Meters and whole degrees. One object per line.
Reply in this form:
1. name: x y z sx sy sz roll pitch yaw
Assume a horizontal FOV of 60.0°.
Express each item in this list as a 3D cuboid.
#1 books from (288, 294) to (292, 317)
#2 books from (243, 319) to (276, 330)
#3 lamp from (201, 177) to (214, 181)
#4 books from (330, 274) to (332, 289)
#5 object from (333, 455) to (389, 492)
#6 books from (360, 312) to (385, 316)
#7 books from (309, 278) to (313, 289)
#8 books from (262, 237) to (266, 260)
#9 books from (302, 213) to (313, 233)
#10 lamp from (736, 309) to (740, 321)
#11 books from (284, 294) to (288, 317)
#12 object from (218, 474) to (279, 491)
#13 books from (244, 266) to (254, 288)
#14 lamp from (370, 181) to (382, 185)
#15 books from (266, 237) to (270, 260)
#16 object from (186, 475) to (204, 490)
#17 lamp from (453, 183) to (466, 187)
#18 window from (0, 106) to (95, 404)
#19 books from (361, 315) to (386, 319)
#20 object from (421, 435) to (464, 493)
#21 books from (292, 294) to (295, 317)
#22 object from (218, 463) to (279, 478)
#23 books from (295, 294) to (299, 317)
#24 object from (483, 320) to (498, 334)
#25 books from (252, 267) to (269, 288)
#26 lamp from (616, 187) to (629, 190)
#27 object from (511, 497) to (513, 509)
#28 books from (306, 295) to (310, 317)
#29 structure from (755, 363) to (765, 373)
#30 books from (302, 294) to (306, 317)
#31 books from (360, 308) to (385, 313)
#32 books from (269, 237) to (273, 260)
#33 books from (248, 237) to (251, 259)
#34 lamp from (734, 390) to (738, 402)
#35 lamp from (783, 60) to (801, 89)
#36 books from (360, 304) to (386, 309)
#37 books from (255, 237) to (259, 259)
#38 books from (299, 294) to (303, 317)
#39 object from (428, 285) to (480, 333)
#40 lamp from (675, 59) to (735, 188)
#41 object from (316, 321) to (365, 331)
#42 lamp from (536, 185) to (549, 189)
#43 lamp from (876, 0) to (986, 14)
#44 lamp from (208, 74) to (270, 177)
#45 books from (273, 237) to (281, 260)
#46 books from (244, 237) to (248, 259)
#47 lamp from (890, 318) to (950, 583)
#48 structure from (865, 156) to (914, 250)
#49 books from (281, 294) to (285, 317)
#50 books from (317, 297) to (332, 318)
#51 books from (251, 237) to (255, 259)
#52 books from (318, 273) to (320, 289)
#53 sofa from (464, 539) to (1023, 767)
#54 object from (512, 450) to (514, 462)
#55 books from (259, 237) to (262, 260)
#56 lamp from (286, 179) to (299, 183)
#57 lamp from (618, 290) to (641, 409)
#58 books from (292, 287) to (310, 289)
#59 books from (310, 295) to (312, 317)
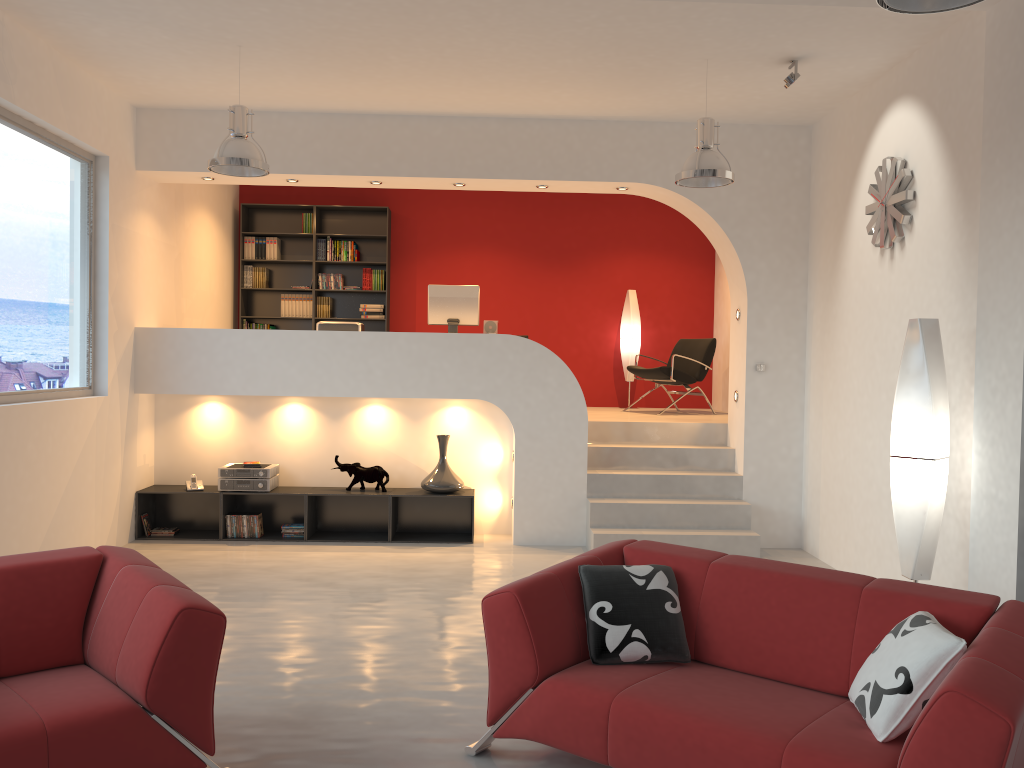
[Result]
1. books: -2.500 -0.881 10.063 0.040 0.260 0.200 1 1 -2
2. books: -2.855 -0.583 10.049 0.341 0.286 0.231 1 1 -2
3. lamp: -2.542 -1.714 7.413 0.105 0.011 0.105 1 1 2
4. books: -2.050 -1.155 10.089 0.031 0.190 0.135 1 1 -2
5. object: -1.283 0.756 7.529 0.507 0.296 0.191 1 2 14
6. books: -1.584 -0.795 10.078 0.260 0.040 0.200 1 1 -2
7. books: -2.261 -1.157 10.083 0.063 0.187 0.135 1 1 -2
8. books: -2.783 -1.518 10.038 0.040 0.260 0.200 1 1 -2
9. books: -2.292 -1.801 10.056 0.146 0.240 0.170 1 1 -2
10. lamp: 1.931 -0.593 7.579 0.011 0.105 0.105 1 1 -2
11. books: -2.541 -0.882 10.062 0.040 0.260 0.200 1 1 -2
12. object: -2.219 0.829 7.475 0.430 0.100 0.365 1 1 -2
13. books: -2.969 -1.203 10.053 0.090 0.256 0.181 1 1 -2
14. lamp: -1.143 -1.690 7.457 0.105 0.011 0.105 1 2 -13
15. books: -2.742 -1.518 10.039 0.040 0.260 0.200 1 1 -2
16. object: -2.641 0.816 7.383 0.130 0.117 0.146 0 2 -26
17. lamp: -0.443 -1.678 7.478 0.105 0.011 0.105 1 2 -13
18. window: -3.149 -0.779 5.468 0.100 1.800 2.400 1 1 -2
19. books: -1.567 -0.755 10.083 0.260 0.040 0.200 1 1 0
20. object: -0.586 0.676 7.524 0.369 0.481 0.369 0 2 -37
21. books: -2.460 -0.881 10.064 0.040 0.260 0.200 1 1 -2
22. object: -2.217 0.731 7.481 0.430 0.077 0.349 1 1 -2
23. books: -2.419 -0.880 10.066 0.040 0.260 0.200 1 1 -2
24. object: -0.196 -0.496 7.973 0.133 0.147 0.151 1 2 -18
25. books: -2.849 -1.193 10.056 0.146 0.240 0.170 1 1 -2
26. lamp: 0.937 -1.655 7.521 0.105 0.011 0.105 1 2 -13
27. object: 0.001 1.021 7.630 0.011 0.105 0.105 1 1 -2
28. books: -2.297 -0.878 10.069 0.040 0.260 0.200 1 1 -2
29. structure: 2.056 -0.135 7.337 0.080 0.080 0.016 1 1 -2
30. books: -2.338 -0.878 10.068 0.040 0.260 0.200 1 1 -2
31. books: -1.588 -0.835 10.075 0.260 0.040 0.200 1 1 -2
32. books: -2.701 -1.517 10.040 0.040 0.260 0.200 1 1 -2
33. books: -2.945 -1.521 10.033 0.040 0.260 0.200 1 1 -2
34. lamp: 1.918 0.106 7.597 0.011 0.105 0.105 1 1 -2
35. lamp: 1.823 -2.011 5.769 0.112 0.176 0.118 2 2 41
36. books: -1.577 -0.875 10.066 0.260 0.040 0.200 1 1 -2
37. books: -2.864 -1.520 10.035 0.040 0.260 0.200 1 1 -2
38. books: -2.379 -0.879 10.067 0.040 0.260 0.200 1 1 -2
39. object: -0.520 -0.652 7.909 0.458 0.452 0.230 1 1 -2
40. lamp: 1.262 -1.714 5.771 0.379 0.800 0.379 0 2 -31
41. object: -1.522 -0.446 7.964 0.397 0.217 0.458 1 1 -2
42. lamp: 0.256 -1.666 7.500 0.105 0.011 0.105 1 2 -13
43. lamp: 1.353 -1.634 2.774 0.379 0.800 0.379 1 2 -9
44. lamp: -1.745 -1.765 5.678 0.379 0.800 0.379 0 2 -31
45. books: -2.661 -1.516 10.041 0.040 0.260 0.200 1 1 -2
46. books: -2.985 -1.522 10.031 0.040 0.260 0.200 1 1 -2
47. lamp: 2.152 0.547 4.692 0.313 1.779 0.313 1 2 6
48. structure: 2.456 -1.184 5.812 0.090 0.596 0.596 1 1 -2
49. books: -2.581 -0.883 10.061 0.040 0.260 0.200 1 1 -2
50. books: -2.132 -0.865 10.086 0.146 0.240 0.170 1 1 -2
51. books: -2.904 -1.520 10.034 0.040 0.260 0.200 1 1 -2
52. books: -2.185 -1.157 10.085 0.031 0.190 0.135 1 1 -2
53. sofa: 0.846 1.084 3.159 1.929 0.738 0.951 2 2 38
54. object: 0.008 0.621 7.619 0.011 0.105 0.105 1 1 -2
55. books: -2.823 -1.519 10.036 0.040 0.260 0.200 1 1 -2
56. lamp: -1.842 -1.702 7.435 0.105 0.011 0.105 1 2 -13
57. lamp: 1.349 -0.394 10.118 0.237 1.349 0.237 1 2 6
58. books: -2.386 -1.088 10.081 0.190 0.015 0.135 1 1 -2
59. books: -2.257 -0.877 10.071 0.040 0.260 0.200 1 1 -2
